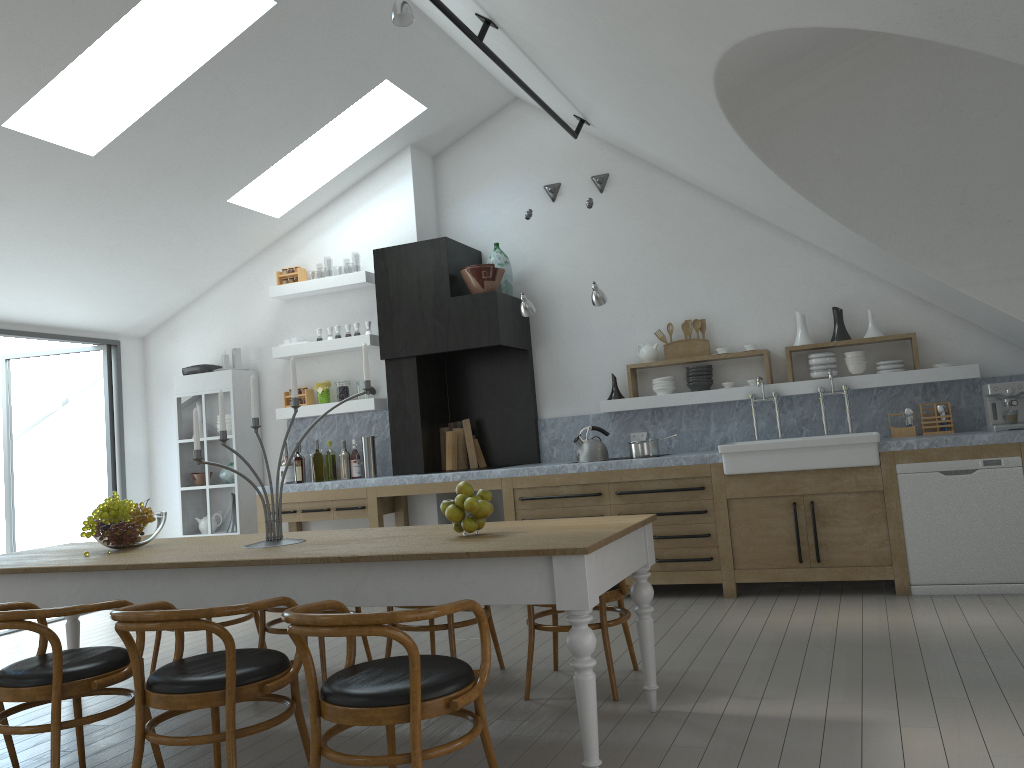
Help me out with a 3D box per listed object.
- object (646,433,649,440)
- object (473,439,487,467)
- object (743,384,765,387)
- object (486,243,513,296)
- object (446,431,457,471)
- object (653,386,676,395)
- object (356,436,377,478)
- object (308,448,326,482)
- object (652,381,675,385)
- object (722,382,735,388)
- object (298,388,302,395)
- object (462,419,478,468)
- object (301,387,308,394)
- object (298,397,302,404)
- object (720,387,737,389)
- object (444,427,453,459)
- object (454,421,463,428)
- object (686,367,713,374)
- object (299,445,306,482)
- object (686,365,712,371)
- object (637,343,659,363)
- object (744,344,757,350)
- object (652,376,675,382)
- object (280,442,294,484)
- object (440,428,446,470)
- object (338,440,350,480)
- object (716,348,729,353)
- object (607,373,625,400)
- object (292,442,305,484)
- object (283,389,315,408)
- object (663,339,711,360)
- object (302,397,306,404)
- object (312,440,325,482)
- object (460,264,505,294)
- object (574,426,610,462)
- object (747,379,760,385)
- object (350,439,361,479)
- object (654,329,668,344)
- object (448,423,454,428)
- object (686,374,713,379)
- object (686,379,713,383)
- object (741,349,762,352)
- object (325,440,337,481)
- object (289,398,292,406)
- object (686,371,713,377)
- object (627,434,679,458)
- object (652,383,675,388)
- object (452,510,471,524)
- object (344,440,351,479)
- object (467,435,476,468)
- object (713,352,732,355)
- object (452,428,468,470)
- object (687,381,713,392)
[{"bbox_3d":[0.987,0.449,6.583,0.051,0.167,0.235,-6,-5,17],"label":"object"},{"bbox_3d":[-0.285,0.591,7.525,0.113,0.252,0.057,-7,-6,24],"label":"object"},{"bbox_3d":[1.852,0.017,6.781,0.163,0.012,0.164,-8,-5,39],"label":"object"},{"bbox_3d":[-0.111,-0.947,7.510,0.231,0.505,0.230,-2,-6,-27],"label":"object"},{"bbox_3d":[-0.503,0.558,7.369,0.081,0.337,0.148,-6,-5,12],"label":"object"},{"bbox_3d":[1.206,0.057,7.010,0.181,0.064,0.181,-9,-6,44],"label":"object"},{"bbox_3d":[-1.194,0.606,7.341,0.164,0.340,0.114,-7,-6,24],"label":"object"},{"bbox_3d":[-1.641,0.687,7.567,0.183,0.287,0.184,0,-7,-44],"label":"object"},{"bbox_3d":[1.204,0.011,7.014,0.180,0.069,0.181,-8,-5,39],"label":"object"},{"bbox_3d":[1.672,0.013,6.852,0.098,0.049,0.098,-6,-4,19],"label":"object"},{"bbox_3d":[-1.871,0.069,7.768,0.058,0.075,0.058,-10,-7,44],"label":"object"},{"bbox_3d":[-0.341,0.504,7.468,0.078,0.428,0.147,-1,-6,-33],"label":"object"},{"bbox_3d":[-1.809,0.062,7.744,0.058,0.075,0.058,-10,-7,44],"label":"object"},{"bbox_3d":[-1.864,0.154,7.760,0.058,0.075,0.058,-10,-7,44],"label":"object"},{"bbox_3d":[1.674,0.037,6.850,0.163,0.012,0.164,-8,-5,39],"label":"object"},{"bbox_3d":[-0.530,0.549,7.461,0.068,0.368,0.131,-9,-7,35],"label":"object"},{"bbox_3d":[-0.444,0.552,7.608,0.089,0.460,0.110,-7,-6,21],"label":"object"},{"bbox_3d":[1.466,-0.077,6.919,0.205,0.084,0.204,-1,-5,-41],"label":"object"},{"bbox_3d":[-1.824,0.689,7.635,0.085,0.332,0.085,-8,-6,30],"label":"object"},{"bbox_3d":[1.463,-0.104,6.925,0.205,0.080,0.205,-7,-4,24],"label":"object"},{"bbox_3d":[1.092,-0.248,7.106,0.168,0.169,0.174,-5,-5,5],"label":"object"},{"bbox_3d":[1.834,-0.274,6.807,0.098,0.049,0.098,-6,-4,19],"label":"object"},{"bbox_3d":[1.203,-0.017,7.016,0.181,0.076,0.180,-2,-5,-31],"label":"object"},{"bbox_3d":[-1.930,0.679,7.581,0.088,0.361,0.085,-10,-7,43],"label":"object"},{"bbox_3d":[-0.578,0.549,7.495,0.057,0.360,0.074,-9,-7,35],"label":"object"},{"bbox_3d":[-1.399,0.636,7.380,0.085,0.332,0.085,-8,-6,30],"label":"object"},{"bbox_3d":[1.636,-0.252,6.884,0.098,0.049,0.098,-6,-4,19],"label":"object"},{"bbox_3d":[0.834,0.020,7.181,0.156,0.219,0.155,-5,-5,3],"label":"object"},{"bbox_3d":[-1.795,0.666,7.437,0.093,0.360,0.092,-1,-7,-34],"label":"object"},{"bbox_3d":[-1.865,0.130,7.760,0.237,0.146,0.120,-6,-5,21],"label":"object"},{"bbox_3d":[1.382,-0.275,7.002,0.353,0.158,0.084,-6,-5,21],"label":"object"},{"bbox_3d":[-1.802,0.148,7.736,0.058,0.075,0.058,-10,-7,44],"label":"object"},{"bbox_3d":[-1.612,0.643,7.368,0.093,0.360,0.092,-2,-6,-25],"label":"object"},{"bbox_3d":[-0.237,-0.822,7.199,0.347,0.237,0.366,-8,-6,39],"label":"object"},{"bbox_3d":[0.599,0.450,6.695,0.246,0.268,0.246,-8,-6,31],"label":"object"},{"bbox_3d":[1.851,-0.006,6.783,0.098,0.049,0.098,-6,-4,19],"label":"object"},{"bbox_3d":[-1.317,0.632,7.454,0.081,0.330,0.081,0,-7,-41],"label":"object"},{"bbox_3d":[1.236,-0.320,7.071,0.199,0.259,0.016,-8,-6,31],"label":"object"},{"bbox_3d":[-0.509,0.548,7.643,0.067,0.426,0.088,-9,-7,35],"label":"object"},{"bbox_3d":[1.464,-0.030,6.908,0.205,0.086,0.204,-3,-5,-26],"label":"object"},{"bbox_3d":[1.465,-0.002,6.911,0.205,0.086,0.204,-2,-5,-31],"label":"object"},{"bbox_3d":[1.836,-0.250,6.804,0.163,0.012,0.164,-8,-5,39],"label":"object"},{"bbox_3d":[-1.525,0.645,7.450,0.091,0.340,0.092,-9,-7,39],"label":"object"},{"bbox_3d":[-1.926,0.161,7.784,0.058,0.075,0.058,-10,-7,44],"label":"object"},{"bbox_3d":[1.464,-0.052,6.915,0.205,0.072,0.205,-5,-4,9],"label":"object"},{"bbox_3d":[1.051,0.466,6.521,0.394,0.171,0.231,-5,-4,1],"label":"object"},{"bbox_3d":[1.204,0.035,7.013,0.181,0.065,0.180,-2,-5,-31],"label":"object"},{"bbox_3d":[-0.382,1.213,7.353,0.231,0.500,0.230,-2,-6,-27],"label":"object"},{"bbox_3d":[-1.410,0.643,7.506,0.085,0.332,0.085,-8,-6,30],"label":"object"},{"bbox_3d":[-0.354,0.590,7.573,0.105,0.297,0.110,-4,-5,-4],"label":"object"},{"bbox_3d":[1.638,-0.229,6.882,0.163,0.012,0.164,-8,-5,39],"label":"object"},{"bbox_3d":[-0.445,0.555,7.474,0.072,0.367,0.130,-9,-7,40],"label":"object"},{"bbox_3d":[1.468,0.024,6.909,0.205,0.072,0.205,-5,-4,9],"label":"object"}]
